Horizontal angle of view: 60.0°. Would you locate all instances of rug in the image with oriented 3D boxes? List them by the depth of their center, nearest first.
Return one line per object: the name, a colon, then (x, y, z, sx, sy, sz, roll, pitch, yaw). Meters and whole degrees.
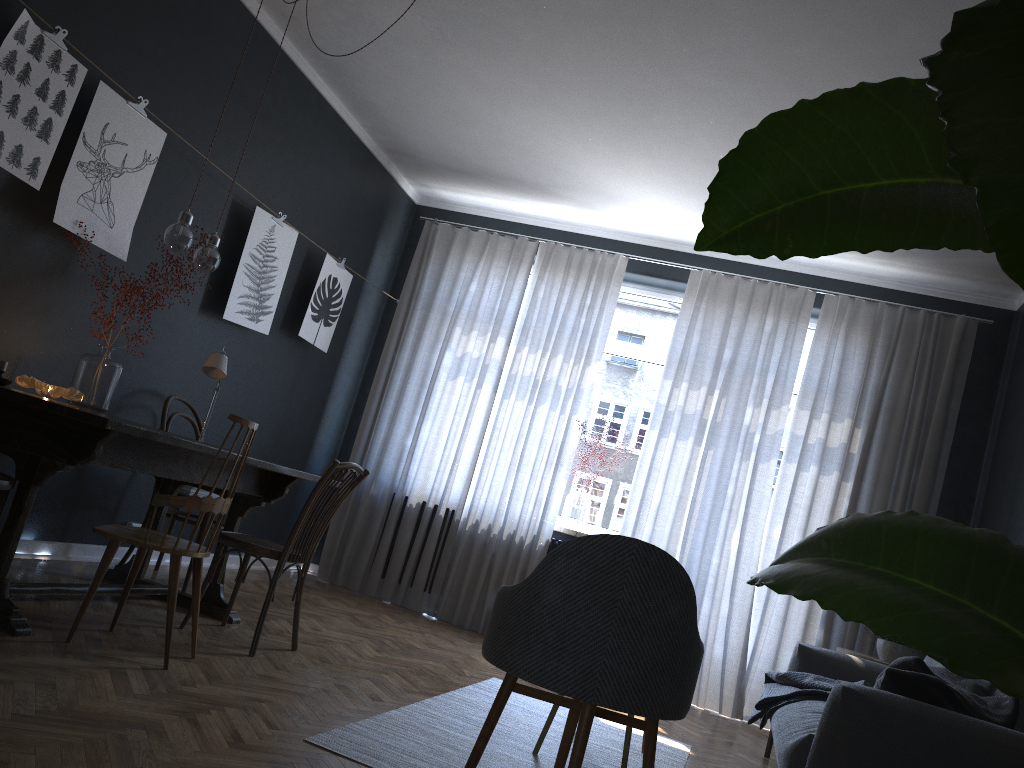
rug: (0.118, 1.356, 3.333, 1.002, 0.013, 2.017, 13, -9, 18)

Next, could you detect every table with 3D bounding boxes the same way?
table: (0.387, 1.165, 3.446, 0.339, 0.549, 0.790, 14, -9, 18)
table: (-1.613, 0.502, 3.505, 1.125, 0.726, 1.609, 13, -9, 18)

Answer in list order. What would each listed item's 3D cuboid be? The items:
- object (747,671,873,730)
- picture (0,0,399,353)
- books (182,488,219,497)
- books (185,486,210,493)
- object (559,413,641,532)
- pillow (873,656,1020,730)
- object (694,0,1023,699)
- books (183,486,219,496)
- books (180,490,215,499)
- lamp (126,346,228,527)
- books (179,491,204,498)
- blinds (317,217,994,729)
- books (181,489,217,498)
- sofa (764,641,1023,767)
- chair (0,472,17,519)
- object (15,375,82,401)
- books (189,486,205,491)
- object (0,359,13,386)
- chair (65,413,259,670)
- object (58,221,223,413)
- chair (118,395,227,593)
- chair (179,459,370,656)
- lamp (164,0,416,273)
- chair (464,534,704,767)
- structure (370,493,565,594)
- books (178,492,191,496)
object: (1.353, 1.418, 3.963, 0.489, 0.328, 0.669, 13, -9, 22)
picture: (-1.539, -0.784, 4.681, 0.057, 0.769, 4.471, 14, -9, 18)
books: (-1.615, 0.547, 4.563, 0.218, 0.008, 0.289, 11, -10, 31)
books: (-1.609, 0.538, 4.573, 0.218, 0.006, 0.305, 11, -10, 29)
object: (0.541, 0.619, 6.148, 0.515, 0.808, 0.600, 17, -8, -8)
pillow: (1.336, 1.013, 2.782, 0.441, 0.361, 0.800, 10, -10, 35)
object: (0.604, 0.018, 0.257, 1.117, 1.895, 0.766, 14, -8, 12)
books: (-1.614, 0.542, 4.564, 0.218, 0.008, 0.289, 11, -10, 31)
books: (-1.614, 0.561, 4.559, 0.218, 0.008, 0.305, 11, -10, 29)
lamp: (-1.638, 0.340, 4.487, 0.242, 1.067, 0.800, 20, -9, -27)
books: (-1.616, 0.568, 4.557, 0.218, 0.007, 0.306, 11, -10, 29)
blinds: (0.792, 0.505, 6.010, 3.988, 2.783, 0.313, 13, -8, 18)
books: (-1.611, 0.553, 4.559, 0.218, 0.013, 0.306, 11, -10, 29)
sofa: (1.496, 1.334, 3.329, 0.969, 0.796, 2.347, 14, -9, 17)
chair: (-1.801, 0.221, 2.724, 0.437, 0.919, 0.551, 13, -9, 20)
object: (-1.878, 0.022, 3.596, 0.252, 0.072, 0.255, 12, -9, 24)
books: (-1.606, 0.533, 4.569, 0.218, 0.008, 0.289, 11, -10, 29)
object: (-1.928, -0.240, 3.176, 0.223, 0.418, 0.369, 13, -9, 19)
chair: (-1.180, 0.492, 3.056, 0.383, 0.855, 0.457, 16, -8, 3)
object: (-1.747, -0.333, 3.963, 0.639, 0.929, 0.557, 18, -8, -12)
chair: (-1.645, 0.564, 4.593, 0.548, 0.919, 0.439, 14, -8, 15)
chair: (-0.966, 0.663, 3.654, 0.466, 0.818, 0.364, 14, -8, 17)
lamp: (-0.606, -1.168, 3.406, 0.585, 1.571, 1.589, 23, -11, -40)
chair: (0.238, 0.842, 2.568, 0.645, 0.809, 0.495, 17, -8, -4)
structure: (-0.097, 1.274, 6.148, 1.844, 0.599, 0.216, 13, -8, 18)
books: (-1.618, 0.575, 4.558, 0.218, 0.008, 0.305, 12, -10, 24)
